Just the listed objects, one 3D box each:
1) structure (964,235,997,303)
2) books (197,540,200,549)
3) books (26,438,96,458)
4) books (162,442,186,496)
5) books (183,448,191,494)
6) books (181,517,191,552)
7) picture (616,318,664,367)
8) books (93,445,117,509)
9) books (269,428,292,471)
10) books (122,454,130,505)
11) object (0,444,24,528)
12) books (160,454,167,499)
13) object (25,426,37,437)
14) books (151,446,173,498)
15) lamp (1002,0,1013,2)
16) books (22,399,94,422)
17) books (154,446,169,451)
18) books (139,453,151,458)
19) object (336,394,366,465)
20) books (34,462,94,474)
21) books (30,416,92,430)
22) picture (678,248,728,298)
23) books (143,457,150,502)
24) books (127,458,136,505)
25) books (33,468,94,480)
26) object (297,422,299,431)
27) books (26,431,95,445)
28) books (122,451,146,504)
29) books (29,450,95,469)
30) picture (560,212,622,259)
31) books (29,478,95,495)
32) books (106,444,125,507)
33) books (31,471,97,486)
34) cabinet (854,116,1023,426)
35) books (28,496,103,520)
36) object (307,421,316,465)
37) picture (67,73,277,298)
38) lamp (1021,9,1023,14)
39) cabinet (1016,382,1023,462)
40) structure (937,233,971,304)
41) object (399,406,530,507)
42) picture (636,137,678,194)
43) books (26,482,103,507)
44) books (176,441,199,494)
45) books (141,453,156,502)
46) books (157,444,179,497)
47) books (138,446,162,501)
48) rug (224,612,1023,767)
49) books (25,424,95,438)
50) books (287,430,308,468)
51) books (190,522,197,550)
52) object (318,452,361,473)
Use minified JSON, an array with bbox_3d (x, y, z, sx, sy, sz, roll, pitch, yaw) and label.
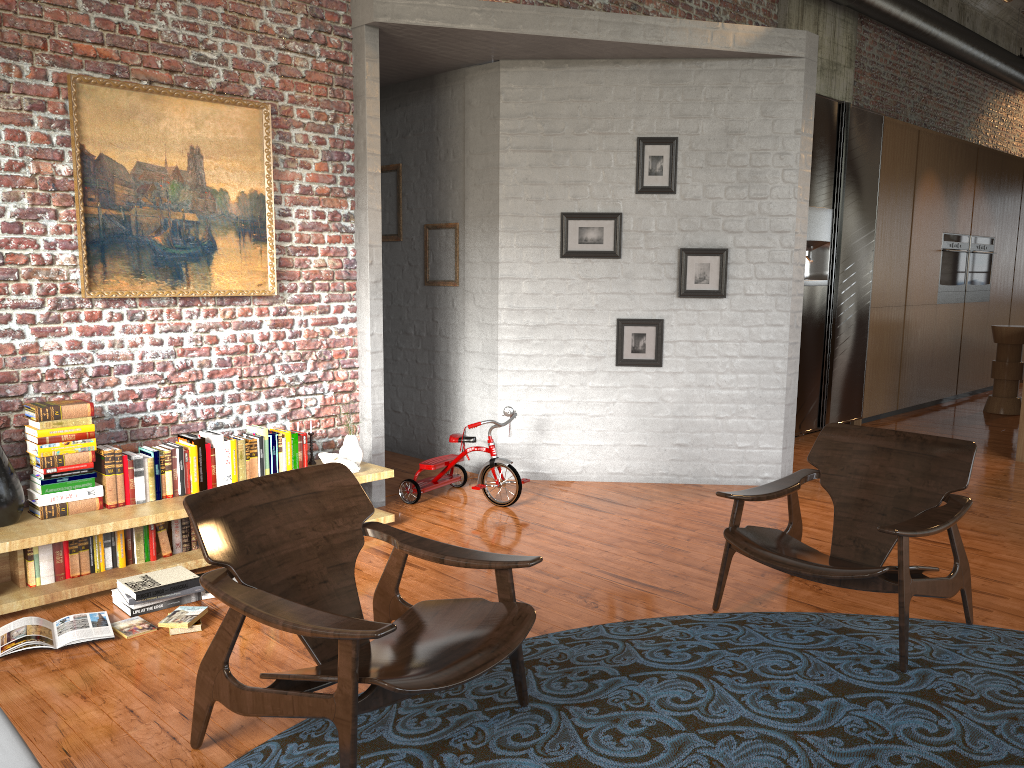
[{"bbox_3d":[5.770,-1.405,10.866,0.858,0.798,0.079,-7,12,-44],"label":"structure"},{"bbox_3d":[-1.657,0.773,4.634,0.036,0.157,0.108,-8,12,-44],"label":"books"},{"bbox_3d":[-2.154,0.291,4.235,0.259,0.060,0.179,-7,10,-44],"label":"books"},{"bbox_3d":[-1.767,0.442,4.632,0.034,0.261,0.180,-8,12,-44],"label":"books"},{"bbox_3d":[-1.749,0.452,4.667,0.037,0.232,0.168,-8,12,-44],"label":"books"},{"bbox_3d":[-1.715,0.763,4.587,0.043,0.187,0.142,-8,12,-44],"label":"books"},{"bbox_3d":[0.908,-0.293,6.310,0.330,0.342,0.015,1,9,5],"label":"picture"},{"bbox_3d":[-2.012,0.457,4.376,0.044,0.292,0.176,-8,12,-44],"label":"books"},{"bbox_3d":[-1.333,0.391,5.113,0.182,0.255,0.034,9,12,44],"label":"books"},{"bbox_3d":[-1.964,0.469,4.437,0.026,0.252,0.159,-8,12,-44],"label":"books"},{"bbox_3d":[-2.386,0.415,4.042,0.268,0.458,0.266,-2,9,-14],"label":"object"},{"bbox_3d":[-1.832,0.468,4.566,0.027,0.224,0.161,-8,12,-44],"label":"books"},{"bbox_3d":[-2.150,0.211,4.215,0.248,0.032,0.178,-7,10,-44],"label":"object"},{"bbox_3d":[-1.809,0.454,4.584,0.032,0.247,0.170,-8,12,-44],"label":"books"},{"bbox_3d":[3.827,-3.045,6.814,0.102,0.242,0.182,8,11,40],"label":"lamp"},{"bbox_3d":[-2.159,0.123,4.217,0.259,0.066,0.197,-7,10,-44],"label":"books"},{"bbox_3d":[-1.808,0.452,4.582,0.031,0.241,0.164,-8,12,-44],"label":"books"},{"bbox_3d":[-1.866,0.474,4.515,0.024,0.225,0.158,-8,12,-44],"label":"books"},{"bbox_3d":[-0.963,0.272,5.310,0.233,0.448,0.197,6,10,32],"label":"object"},{"bbox_3d":[-2.150,0.391,4.246,0.223,0.026,0.161,-7,10,-44],"label":"books"},{"bbox_3d":[-2.152,0.174,4.223,0.230,0.038,0.167,-7,10,-44],"label":"books"},{"bbox_3d":[1.334,-0.774,6.182,0.330,0.342,0.015,1,9,5],"label":"picture"},{"bbox_3d":[-1.891,0.475,4.503,0.027,0.224,0.161,-8,12,-44],"label":"books"},{"bbox_3d":[-1.939,0.482,4.450,0.026,0.224,0.161,-8,12,-44],"label":"books"},{"bbox_3d":[-2.153,0.416,4.252,0.223,0.027,0.161,-7,10,-44],"label":"books"},{"bbox_3d":[-1.276,0.358,5.304,0.057,0.274,0.057,1,9,5],"label":"object"},{"bbox_3d":[-2.153,0.245,4.224,0.253,0.034,0.182,-7,10,-44],"label":"books"},{"bbox_3d":[-1.913,0.470,4.473,0.045,0.241,0.174,-8,12,-44],"label":"books"},{"bbox_3d":[-2.154,0.349,4.243,0.246,0.057,0.170,-7,10,-44],"label":"books"},{"bbox_3d":[0.554,-1.041,6.214,0.426,0.318,0.015,1,9,5],"label":"picture"},{"bbox_3d":[-2.163,0.477,4.263,0.239,0.045,0.174,-7,10,-44],"label":"books"},{"bbox_3d":[-1.993,0.454,4.417,0.040,0.286,0.197,-8,12,-44],"label":"books"},{"bbox_3d":[-2.153,0.442,4.256,0.250,0.026,0.159,-7,10,-44],"label":"books"},{"bbox_3d":[5.131,-1.337,10.883,5.330,3.060,0.857,-7,12,-44],"label":"cabinet"},{"bbox_3d":[-2.163,0.582,4.291,0.284,0.066,0.197,-7,10,-44],"label":"books"},{"bbox_3d":[-1.211,0.353,5.349,0.057,0.274,0.057,1,9,5],"label":"object"},{"bbox_3d":[-1.748,-0.999,4.692,1.062,1.069,0.040,-7,12,-44],"label":"picture"},{"bbox_3d":[4.411,-3.116,7.415,0.260,0.212,0.101,7,11,40],"label":"lamp"},{"bbox_3d":[6.171,-0.088,8.337,4.351,1.250,1.242,-7,11,-44],"label":"cabinet"},{"bbox_3d":[5.130,-1.330,10.241,0.858,0.798,0.079,-7,12,-44],"label":"structure"},{"bbox_3d":[6.147,0.424,6.716,20.786,0.660,8.747,-7,10,-44],"label":"object"},{"bbox_3d":[0.999,-1.506,6.114,0.278,0.383,0.015,1,9,4],"label":"picture"},{"bbox_3d":[-2.155,0.524,4.276,0.290,0.053,0.176,-7,10,-44],"label":"books"},{"bbox_3d":[-1.712,0.439,4.677,0.034,0.255,0.182,-8,12,-44],"label":"books"},{"bbox_3d":[-1.866,0.474,4.515,0.026,0.224,0.161,-8,12,-44],"label":"books"},{"bbox_3d":[-1.788,0.449,4.608,0.032,0.252,0.159,-8,12,-44],"label":"books"},{"bbox_3d":[-1.855,0.455,4.544,0.034,0.255,0.182,-8,12,-44],"label":"books"},{"bbox_3d":[1.262,1.348,1.638,4.846,0.009,4.824,1,7,1],"label":"rug"},{"bbox_3d":[-2.150,0.211,4.215,0.253,0.034,0.182,-7,10,-44],"label":"books"},{"bbox_3d":[-1.258,0.393,5.189,0.167,0.232,0.037,9,12,44],"label":"books"},{"bbox_3d":[-1.678,0.742,4.601,0.033,0.226,0.105,-8,12,-44],"label":"books"},{"bbox_3d":[-1.002,0.461,5.150,0.251,0.123,0.122,1,8,0],"label":"object"}]
